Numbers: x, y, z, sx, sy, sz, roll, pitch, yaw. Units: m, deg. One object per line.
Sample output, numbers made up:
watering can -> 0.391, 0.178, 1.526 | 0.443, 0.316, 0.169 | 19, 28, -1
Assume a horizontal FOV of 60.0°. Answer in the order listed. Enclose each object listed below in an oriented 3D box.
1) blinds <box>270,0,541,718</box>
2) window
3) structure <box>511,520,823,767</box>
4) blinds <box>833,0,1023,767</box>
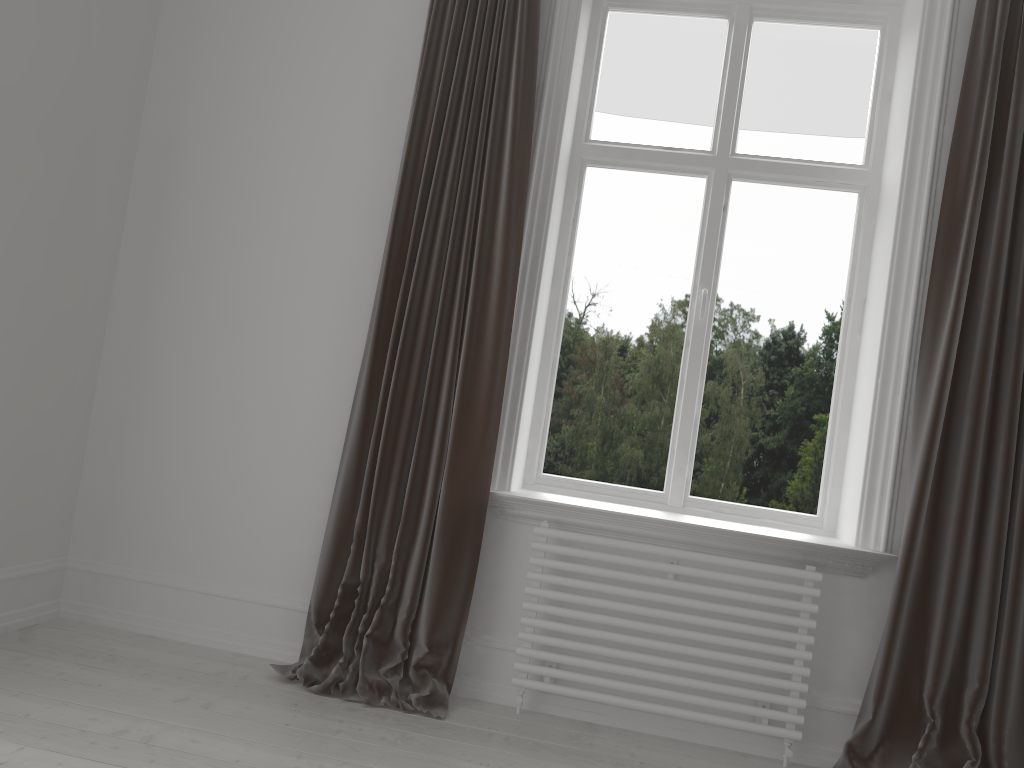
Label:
blinds -> -0.274, -0.361, 2.853 | 0.595, 2.681, 0.246 | 7, -3, 17
window -> 0.718, -0.483, 3.213 | 1.112, 1.956, 0.120 | 8, -3, 9
structure -> 0.467, 0.826, 2.781 | 0.887, 0.670, 0.120 | 8, -3, 9
blinds -> 1.430, -0.126, 2.550 | 0.769, 2.680, 0.318 | 8, -3, 4
